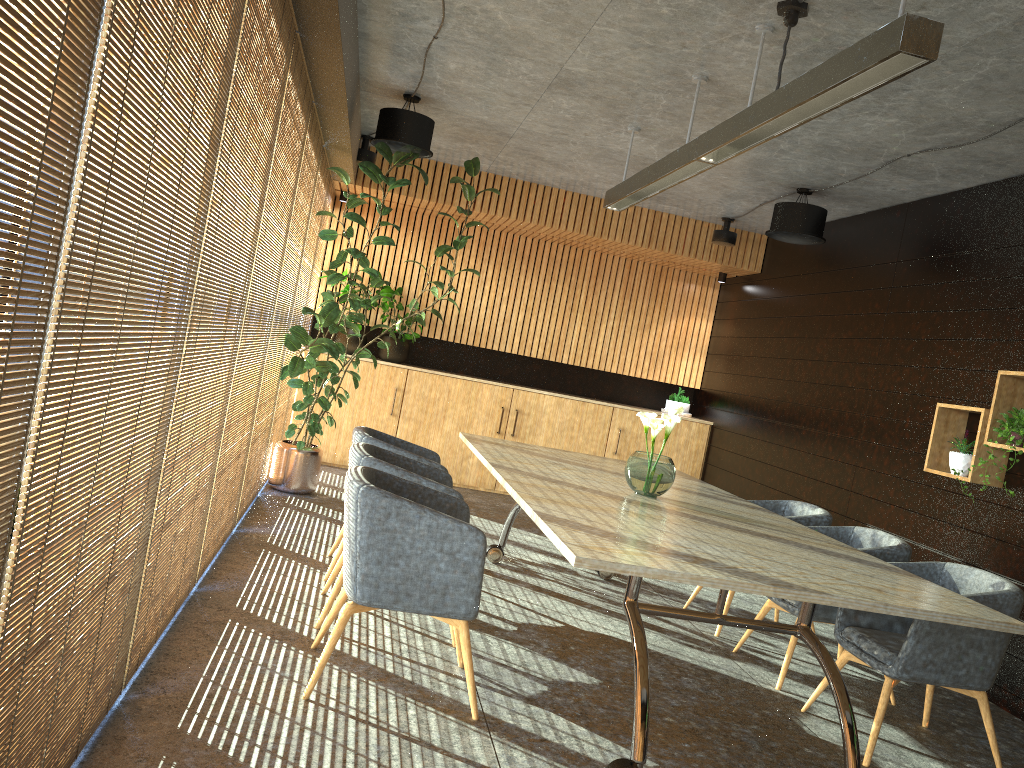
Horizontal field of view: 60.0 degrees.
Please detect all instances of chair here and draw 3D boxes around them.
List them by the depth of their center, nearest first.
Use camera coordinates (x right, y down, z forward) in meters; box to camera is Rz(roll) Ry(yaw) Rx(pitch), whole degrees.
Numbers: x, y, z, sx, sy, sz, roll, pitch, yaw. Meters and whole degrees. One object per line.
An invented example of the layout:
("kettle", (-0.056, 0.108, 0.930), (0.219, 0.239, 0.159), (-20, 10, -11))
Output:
("chair", (-0.472, 0.903, 4.059), (0.761, 0.944, 0.706), (10, 2, -10))
("chair", (2.049, 1.370, 4.496), (0.761, 0.944, 0.706), (10, 2, -10))
("chair", (-0.616, 0.853, 4.946), (0.761, 0.944, 0.706), (10, 2, -10))
("chair", (1.905, 1.320, 5.382), (0.761, 0.944, 0.706), (10, 2, -10))
("chair", (-0.760, 0.802, 5.832), (0.761, 0.944, 0.706), (10, 2, -10))
("chair", (1.761, 1.269, 6.268), (0.761, 0.944, 0.706), (10, 2, -10))

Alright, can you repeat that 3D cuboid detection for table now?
("table", (0.699, 1.104, 5.174), (1.816, 0.927, 3.932), (10, 2, -10))

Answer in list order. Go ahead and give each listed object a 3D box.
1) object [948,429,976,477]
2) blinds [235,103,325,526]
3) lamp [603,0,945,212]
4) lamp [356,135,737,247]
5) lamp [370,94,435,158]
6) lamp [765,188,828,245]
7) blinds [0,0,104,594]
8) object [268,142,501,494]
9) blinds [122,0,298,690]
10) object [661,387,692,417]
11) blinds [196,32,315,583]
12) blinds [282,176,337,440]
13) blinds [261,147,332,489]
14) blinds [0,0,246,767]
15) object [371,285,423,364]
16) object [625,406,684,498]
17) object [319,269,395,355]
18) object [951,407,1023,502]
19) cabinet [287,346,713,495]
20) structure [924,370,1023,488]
("object", (3.067, 0.464, 6.018), (0.241, 0.318, 0.226), (10, 2, -35))
("blinds", (-1.793, -0.528, 6.945), (0.039, 3.038, 1.422), (10, 2, -10))
("lamp", (1.177, -1.581, 5.110), (0.151, 0.618, 4.009), (10, 2, -10))
("lamp", (0.414, -2.013, 9.267), (4.179, 0.294, 0.257), (10, 2, -10))
("lamp", (-0.854, -2.110, 7.172), (0.513, 0.497, 0.513), (10, 2, -39))
("lamp", (2.517, -1.485, 7.755), (0.513, 0.497, 0.513), (11, 2, 20))
("blinds", (-0.856, -0.196, 1.177), (0.039, 3.038, 1.422), (10, 2, -10))
("object", (-1.502, -0.579, 7.960), (1.958, 3.266, 1.875), (12, 2, 29))
("blinds", (-0.532, -0.127, 1.588), (1.388, 3.075, 6.486), (10, 2, -28))
("object", (2.085, 0.213, 11.099), (0.384, 0.347, 0.384), (11, 2, 13))
("blinds", (-1.558, -0.444, 5.498), (0.039, 3.038, 1.422), (10, 2, -10))
("blinds", (-2.267, -0.695, 9.863), (0.039, 3.038, 1.422), (10, 2, -10))
("blinds", (-2.032, -0.612, 8.416), (0.039, 3.038, 1.422), (10, 2, -10))
("blinds", (-1.091, -0.279, 2.624), (0.039, 3.038, 1.422), (10, 2, -10))
("object", (-1.361, -0.692, 10.312), (0.679, 0.880, 0.512), (11, 2, -6))
("object", (0.829, 0.379, 5.175), (0.295, 0.546, 0.322), (11, 1, 0))
("object", (-1.845, -0.870, 10.238), (0.666, 1.054, 0.640), (12, 2, 32))
("object", (3.046, 0.450, 5.508), (0.401, 0.633, 0.445), (10, 2, -29))
("cabinet", (-0.161, 0.621, 10.685), (4.954, 1.272, 1.006), (10, 2, -10))
("structure", (3.271, 0.326, 5.212), (0.242, 1.130, 2.172), (10, 2, -10))
